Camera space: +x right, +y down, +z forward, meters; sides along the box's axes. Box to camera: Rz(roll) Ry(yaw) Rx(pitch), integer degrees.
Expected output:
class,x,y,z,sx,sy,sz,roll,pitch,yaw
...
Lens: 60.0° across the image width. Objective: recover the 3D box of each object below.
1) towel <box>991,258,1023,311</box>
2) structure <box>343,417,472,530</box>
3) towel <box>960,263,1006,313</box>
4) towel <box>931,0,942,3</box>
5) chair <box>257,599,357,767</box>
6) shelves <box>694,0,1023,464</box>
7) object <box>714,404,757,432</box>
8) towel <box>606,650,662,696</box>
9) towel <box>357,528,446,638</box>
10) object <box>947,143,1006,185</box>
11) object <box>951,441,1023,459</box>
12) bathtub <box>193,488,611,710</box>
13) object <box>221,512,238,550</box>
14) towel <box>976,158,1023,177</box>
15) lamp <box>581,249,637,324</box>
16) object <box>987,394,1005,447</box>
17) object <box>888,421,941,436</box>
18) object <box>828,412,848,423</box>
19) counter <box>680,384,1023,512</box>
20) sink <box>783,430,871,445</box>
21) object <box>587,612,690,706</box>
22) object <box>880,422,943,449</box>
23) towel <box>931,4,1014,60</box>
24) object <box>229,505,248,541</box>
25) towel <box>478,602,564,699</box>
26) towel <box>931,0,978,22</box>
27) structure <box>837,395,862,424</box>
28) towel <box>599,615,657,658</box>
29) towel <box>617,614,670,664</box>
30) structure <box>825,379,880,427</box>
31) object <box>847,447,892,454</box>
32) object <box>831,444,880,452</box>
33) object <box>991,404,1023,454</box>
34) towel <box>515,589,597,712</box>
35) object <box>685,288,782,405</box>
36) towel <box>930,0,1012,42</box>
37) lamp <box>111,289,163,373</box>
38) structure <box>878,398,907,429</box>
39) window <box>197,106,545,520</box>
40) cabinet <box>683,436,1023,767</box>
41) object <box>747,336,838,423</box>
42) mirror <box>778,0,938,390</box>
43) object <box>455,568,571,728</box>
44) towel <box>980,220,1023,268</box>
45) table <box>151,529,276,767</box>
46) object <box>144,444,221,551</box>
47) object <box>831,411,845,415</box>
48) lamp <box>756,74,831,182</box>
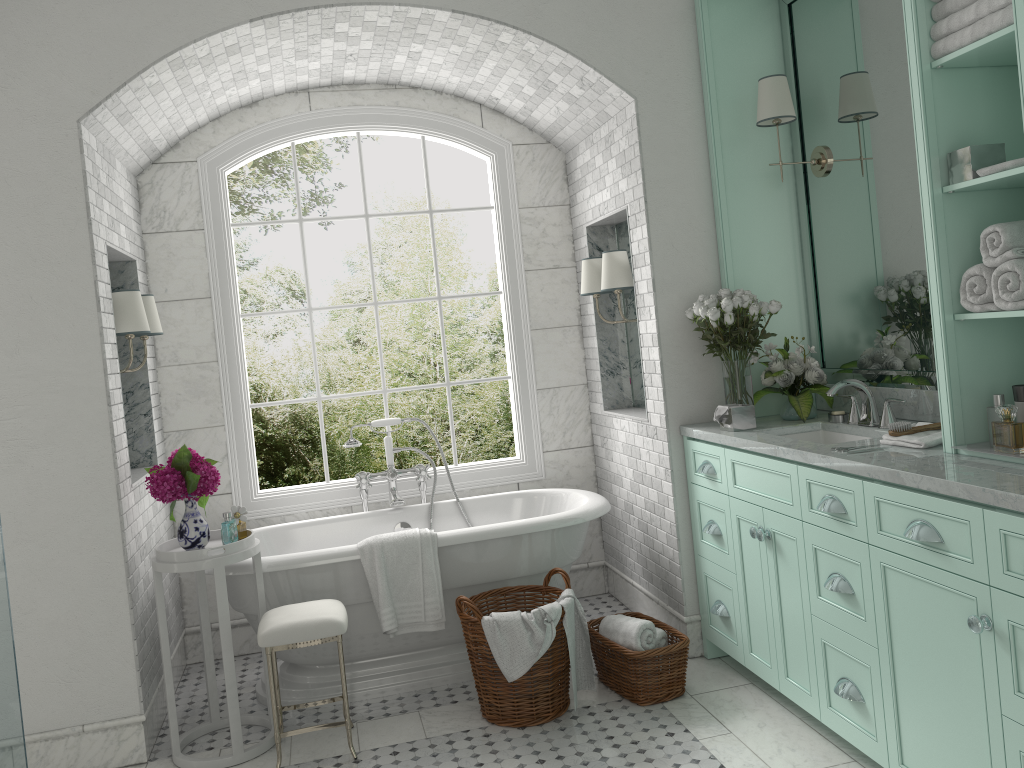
class,x,y,z,sx,sy,sz,roll,pitch,yaw
towel,1.620,-0.309,2.673,0.304,0.159,0.160,-6,2,-13
structure,-0.516,0.829,4.977,0.779,1.285,0.340,-6,1,-2
towel,1.592,-0.315,2.809,0.311,0.163,0.153,-6,2,-13
towel,1.621,-1.276,2.728,0.495,0.062,0.400,-6,3,-12
chair,-0.857,1.250,3.743,0.371,0.602,0.366,-6,2,-13
shelves,1.530,-0.857,3.054,0.465,2.121,2.810,-6,2,-12
object,1.000,0.150,4.008,0.147,0.112,0.136,-6,2,-17
towel,0.556,1.297,4.018,0.153,0.163,0.311,-7,3,-22
towel,-0.525,0.927,4.200,0.375,0.463,0.453,-6,2,-10
object,1.477,-0.696,2.815,0.122,0.105,0.118,-6,2,-7
object,1.668,0.191,2.751,0.438,0.008,0.350,-6,3,-13
bathtub,-0.508,1.086,4.607,2.167,0.757,0.942,-6,2,-13
object,-1.232,0.636,3.858,0.058,0.154,0.086,-6,2,8
towel,1.601,-0.665,2.643,0.317,0.056,0.239,-7,3,-16
lamp,0.581,-0.526,4.879,0.309,0.383,0.548,-6,3,-12
object,1.549,0.117,2.808,0.035,0.170,0.093,-6,2,-13
object,1.479,0.154,3.213,0.228,0.044,0.068,-6,3,-4
object,1.451,0.148,3.943,0.079,0.035,0.134,-5,3,6
counter,1.523,0.164,3.052,0.824,0.181,2.808,-6,3,-12
sink,1.300,0.268,3.667,0.347,0.079,0.602,-6,3,-12
object,0.577,1.260,4.079,0.346,0.261,0.550,-7,3,-22
object,1.469,0.186,3.196,0.239,0.056,0.317,-7,3,-16
towel,1.631,-1.094,2.730,0.494,0.068,0.400,-6,3,-12
object,-1.215,0.621,3.959,0.084,0.168,0.097,-5,2,8
towel,0.051,1.163,3.864,0.400,0.438,0.484,-6,2,-12
towel,1.637,-1.219,2.734,0.495,0.068,0.400,-6,3,-12
structure,1.465,0.108,3.857,0.083,0.121,0.157,-7,3,-28
towel,0.525,1.150,4.001,0.149,0.211,0.321,-7,3,-30
towel,0.595,1.183,4.127,0.165,0.186,0.312,-8,3,-43
structure,1.427,0.079,3.687,0.235,0.205,0.103,-7,2,-23
object,1.247,0.231,3.098,0.167,0.005,0.020,-6,3,-8
object,1.233,0.228,3.195,0.176,0.007,0.075,-7,4,-21
object,1.526,0.136,2.724,0.063,0.147,0.093,-6,2,-7
towel,0.087,1.178,3.933,0.459,0.469,0.383,-5,2,27
object,1.050,-0.128,4.163,0.391,0.653,0.356,-6,1,-1
towel,1.631,-1.155,2.732,0.494,0.068,0.400,-6,3,-13
lamp,-1.895,-0.246,4.323,0.309,0.383,0.548,-6,3,-12
structure,1.548,0.116,3.579,0.083,0.121,0.157,-7,3,-28
window,-0.811,-0.475,5.263,1.833,2.322,0.118,-6,1,-13
cabinet,1.566,0.798,3.057,0.864,1.097,2.799,-6,3,-12
object,1.329,-0.030,4.157,0.394,0.402,0.452,-6,2,-11
mirror,1.578,-0.942,3.714,0.015,1.931,1.436,-6,2,-12
object,0.032,1.166,3.957,0.518,0.570,0.520,-5,2,19
towel,1.611,-0.438,2.734,0.298,0.142,0.168,-6,2,-13
table,-1.293,1.131,3.876,0.449,0.905,0.451,-5,2,40
object,-1.424,0.495,3.872,0.333,0.471,0.295,-6,2,-11
object,1.445,0.128,3.924,0.051,0.022,0.077,-5,3,8
lamp,1.302,-1.195,4.164,0.309,0.487,0.183,-6,1,-14
